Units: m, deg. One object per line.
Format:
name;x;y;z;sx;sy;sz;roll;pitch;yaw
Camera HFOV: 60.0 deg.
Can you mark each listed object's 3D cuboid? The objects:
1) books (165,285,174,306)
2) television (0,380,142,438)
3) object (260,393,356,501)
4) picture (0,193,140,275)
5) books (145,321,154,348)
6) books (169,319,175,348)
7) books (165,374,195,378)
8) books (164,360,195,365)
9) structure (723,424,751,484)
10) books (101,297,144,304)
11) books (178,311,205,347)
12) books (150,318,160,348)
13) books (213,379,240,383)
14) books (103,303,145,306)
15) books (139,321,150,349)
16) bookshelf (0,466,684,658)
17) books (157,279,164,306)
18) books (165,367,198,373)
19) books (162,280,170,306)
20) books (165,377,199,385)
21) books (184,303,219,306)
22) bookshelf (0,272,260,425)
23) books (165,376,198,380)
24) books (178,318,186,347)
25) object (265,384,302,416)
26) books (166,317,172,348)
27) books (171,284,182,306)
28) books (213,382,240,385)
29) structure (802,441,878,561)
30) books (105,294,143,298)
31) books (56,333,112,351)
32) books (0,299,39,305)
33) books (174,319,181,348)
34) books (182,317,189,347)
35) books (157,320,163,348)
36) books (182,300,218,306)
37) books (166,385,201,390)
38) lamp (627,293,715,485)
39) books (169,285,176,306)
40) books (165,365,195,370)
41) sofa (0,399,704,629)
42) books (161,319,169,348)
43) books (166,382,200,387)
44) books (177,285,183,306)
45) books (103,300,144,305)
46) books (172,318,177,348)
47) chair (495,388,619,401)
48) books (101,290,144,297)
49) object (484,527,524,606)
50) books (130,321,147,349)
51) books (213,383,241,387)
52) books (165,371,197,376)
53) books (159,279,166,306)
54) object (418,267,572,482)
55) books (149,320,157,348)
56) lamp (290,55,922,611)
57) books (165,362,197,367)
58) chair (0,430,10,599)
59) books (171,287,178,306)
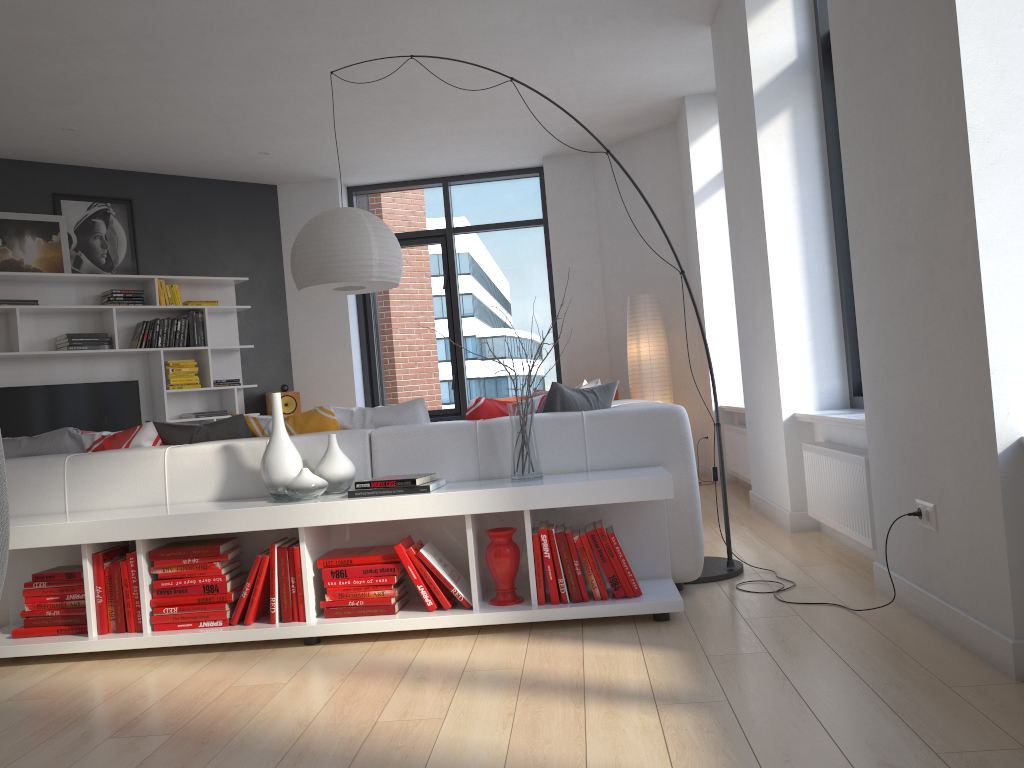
books;-2.906;-0.735;7.466;0.054;0.180;0.132;-4;-1;-41
television;-3.487;0.352;6.985;1.102;0.704;0.207;-4;-1;-41
object;-0.788;0.225;3.313;0.316;0.398;0.319;-5;-1;28
picture;-3.663;-1.186;7.097;1.279;0.707;0.076;-4;-1;-41
books;-3.034;-0.400;7.363;0.081;0.233;0.169;-4;-1;-42
books;-2.890;-0.414;7.467;0.069;0.242;0.172;-4;-1;-40
books;-2.832;-0.068;7.550;0.217;0.023;0.145;-4;-1;-37
books;-2.855;-0.186;7.588;0.223;0.023;0.163;-4;-1;-37
structure;1.615;0.524;6.112;0.110;0.460;1.015;-5;-1;4
books;-3.208;-0.688;7.305;0.284;0.030;0.214;-4;-1;-38
books;-2.764;-0.459;7.651;0.128;0.321;0.259;-4;-1;-41
books;-3.000;-0.413;7.411;0.075;0.254;0.192;-4;-1;-42
books;-2.519;-0.023;7.775;0.213;0.023;0.161;-4;-1;-38
books;-3.190;-0.639;7.285;0.284;0.030;0.214;-4;-1;-38
books;-3.066;-0.397;7.352;0.096;0.234;0.187;-4;-1;-41
bookshelf;-0.720;0.668;3.246;2.600;0.500;0.356;-5;-1;4
books;-2.967;-0.755;7.407;0.041;0.229;0.161;-4;-1;-42
books;-2.829;-0.114;7.577;0.239;0.033;0.176;-4;-1;-38
books;-2.945;-0.755;7.462;0.054;0.224;0.164;-4;-1;-42
books;-2.823;-0.023;7.561;0.243;0.042;0.189;-4;-1;-41
books;-2.701;-0.674;7.686;0.257;0.028;0.194;-4;-1;-36
bookshelf;-3.425;0.171;6.910;3.000;2.052;0.455;-4;-1;-41
books;-2.837;-0.050;7.571;0.251;0.014;0.189;-4;-1;-38
books;-2.841;-0.423;7.543;0.084;0.249;0.191;-4;-1;-41
object;-2.060;0.552;8.066;0.290;1.088;0.434;-5;-1;-26
books;-2.926;-0.421;7.475;0.066;0.260;0.197;-4;-1;-41
books;-2.856;-0.741;7.503;0.064;0.184;0.141;-4;-1;-40
books;-2.509;-0.005;7.761;0.198;0.015;0.142;-4;-1;-43
structure;1.451;0.508;3.815;0.110;0.460;1.015;-5;-1;4
books;-3.190;-0.718;7.287;0.246;0.026;0.180;-4;-1;-38
books;-3.418;-0.324;7.080;0.277;0.137;0.343;-6;-1;44
books;-3.804;-0.602;6.745;0.250;0.047;0.310;-6;-1;44
books;-2.862;-0.419;7.510;0.071;0.243;0.179;-4;-1;-42
books;-2.817;-0.430;7.566;0.066;0.260;0.197;-4;-1;-41
books;-2.975;-0.408;7.424;0.068;0.243;0.179;-4;-1;-42
books;-2.711;-0.699;7.691;0.257;0.024;0.203;-4;-1;-38
books;-2.808;0.035;7.552;0.257;0.028;0.194;-4;-1;-36
lamp;1.229;0.025;7.162;0.502;1.550;0.804;-4;-1;-36
books;-2.886;-0.736;7.473;0.044;0.178;0.128;-4;-1;-41
books;-2.838;-0.141;7.574;0.227;0.022;0.160;-5;-1;-25
sofa;-0.881;0.585;4.747;3.424;0.732;2.614;-5;-1;4
books;-2.951;-0.415;7.452;0.084;0.249;0.191;-4;-1;-41
books;-2.818;0.010;7.557;0.257;0.024;0.203;-4;-1;-38
books;-2.844;-0.743;7.525;0.044;0.184;0.142;-4;-1;-40
books;-3.195;-0.663;7.287;0.264;0.020;0.189;-4;-1;-43
books;-2.891;-0.421;7.502;0.075;0.254;0.192;-4;-1;-42
chair;0.392;0.446;7.499;0.896;0.858;0.843;-5;-1;36
books;-3.202;-0.744;7.294;0.209;0.030;0.266;-6;-1;42
object;-0.029;0.649;3.168;0.125;0.258;0.125;-5;-1;-18
books;-3.089;-0.397;7.327;0.104;0.234;0.182;-4;-1;-41
books;-2.505;0.014;7.760;0.213;0.023;0.161;-4;-1;-38
books;-2.836;-0.088;7.571;0.239;0.019;0.171;-4;-1;-41
books;-2.962;-0.754;7.436;0.041;0.224;0.163;-4;-1;-43
object;0.044;-0.023;3.176;0.406;0.744;0.607;-6;-1;44
books;-3.000;-0.406;7.376;0.069;0.242;0.172;-4;-1;-40
lamp;0.160;-0.475;3.999;3.199;2.647;0.710;-6;-1;40
books;-2.831;-0.165;7.577;0.223;0.023;0.163;-4;-1;-37
chair;-0.588;0.420;0.441;0.619;0.891;0.655;-5;-1;6
books;-2.864;-0.729;7.477;0.046;0.161;0.108;-4;-1;-42
